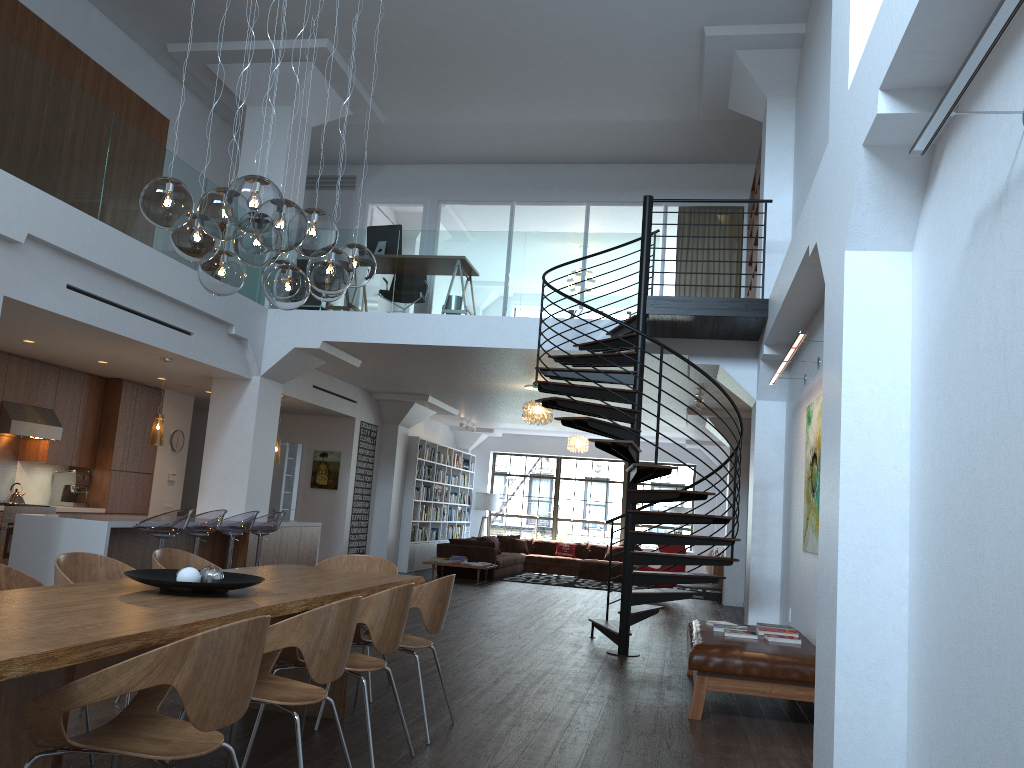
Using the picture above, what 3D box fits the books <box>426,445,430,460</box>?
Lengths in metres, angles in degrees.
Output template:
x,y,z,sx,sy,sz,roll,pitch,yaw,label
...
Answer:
x,y,z,sx,sy,sz,roll,pitch,yaw,label
-1.655,1.291,16.700,0.176,0.293,0.125,3,-8,11,books

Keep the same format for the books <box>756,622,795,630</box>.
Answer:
x,y,z,sx,sy,sz,roll,pitch,yaw,label
2.023,1.875,6.811,0.254,0.044,0.183,3,-8,6,books

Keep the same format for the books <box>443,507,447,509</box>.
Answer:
x,y,z,sx,sy,sz,roll,pitch,yaw,label
-1.440,2.522,18.084,0.208,0.024,0.144,2,-9,16,books

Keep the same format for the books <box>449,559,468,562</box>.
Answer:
x,y,z,sx,sy,sz,roll,pitch,yaw,label
-0.924,3.069,15.371,0.312,0.037,0.216,4,-8,1,books

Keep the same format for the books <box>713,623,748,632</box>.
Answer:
x,y,z,sx,sy,sz,roll,pitch,yaw,label
1.607,1.803,6.532,0.247,0.040,0.185,2,-8,14,books

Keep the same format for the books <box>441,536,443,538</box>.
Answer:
x,y,z,sx,sy,sz,roll,pitch,yaw,label
-1.549,3.088,17.979,0.284,0.033,0.197,5,-8,-4,books

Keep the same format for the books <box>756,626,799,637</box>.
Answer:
x,y,z,sx,sy,sz,roll,pitch,yaw,label
1.945,1.823,6.505,0.283,0.043,0.197,3,-8,11,books

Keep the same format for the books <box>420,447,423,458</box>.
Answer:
x,y,z,sx,sy,sz,roll,pitch,yaw,label
-1.734,1.253,16.249,0.161,0.222,0.084,3,-8,11,books

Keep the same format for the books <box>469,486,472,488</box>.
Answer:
x,y,z,sx,sy,sz,roll,pitch,yaw,label
-1.066,2.321,20.033,0.284,0.035,0.197,-3,-11,41,books

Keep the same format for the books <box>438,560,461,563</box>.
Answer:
x,y,z,sx,sy,sz,roll,pitch,yaw,label
-1.068,3.004,14.994,0.236,0.035,0.340,-2,-10,36,books

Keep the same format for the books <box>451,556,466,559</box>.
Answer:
x,y,z,sx,sy,sz,roll,pitch,yaw,label
-0.919,3.003,15.382,0.224,0.027,0.157,2,-9,16,books

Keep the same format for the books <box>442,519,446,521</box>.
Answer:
x,y,z,sx,sy,sz,roll,pitch,yaw,label
-1.484,2.764,18.049,0.246,0.038,0.171,3,-8,11,books

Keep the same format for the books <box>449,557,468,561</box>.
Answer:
x,y,z,sx,sy,sz,roll,pitch,yaw,label
-0.925,3.033,15.380,0.279,0.035,0.191,1,-9,21,books

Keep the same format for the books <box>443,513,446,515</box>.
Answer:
x,y,z,sx,sy,sz,roll,pitch,yaw,label
-1.465,2.649,18.077,0.231,0.044,0.168,3,-8,6,books

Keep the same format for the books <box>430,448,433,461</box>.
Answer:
x,y,z,sx,sy,sz,roll,pitch,yaw,label
-1.613,1.337,16.856,0.182,0.253,0.098,3,-8,11,books

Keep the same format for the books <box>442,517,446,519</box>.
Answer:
x,y,z,sx,sy,sz,roll,pitch,yaw,label
-1.482,2.727,18.057,0.251,0.037,0.160,2,-9,16,books

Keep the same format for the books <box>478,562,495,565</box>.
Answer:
x,y,z,sx,sy,sz,roll,pitch,yaw,label
-0.460,3.081,15.210,0.256,0.035,0.350,-2,-10,36,books

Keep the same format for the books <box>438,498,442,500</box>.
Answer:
x,y,z,sx,sy,sz,roll,pitch,yaw,label
-1.520,2.287,17.667,0.160,0.039,0.251,2,-9,16,books

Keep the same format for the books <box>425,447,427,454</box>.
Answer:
x,y,z,sx,sy,sz,roll,pitch,yaw,label
-1.691,1.285,16.518,0.159,0.248,0.089,3,-8,11,books

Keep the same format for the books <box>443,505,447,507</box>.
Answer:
x,y,z,sx,sy,sz,roll,pitch,yaw,label
-1.442,2.489,18.083,0.185,0.041,0.129,0,-9,26,books

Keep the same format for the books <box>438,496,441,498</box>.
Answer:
x,y,z,sx,sy,sz,roll,pitch,yaw,label
-1.542,2.246,17.673,0.180,0.042,0.259,3,-8,11,books

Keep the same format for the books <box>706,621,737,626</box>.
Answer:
x,y,z,sx,sy,sz,roll,pitch,yaw,label
1.618,1.856,6.851,0.161,0.031,0.223,6,-8,-11,books

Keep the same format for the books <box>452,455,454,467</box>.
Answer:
x,y,z,sx,sy,sz,roll,pitch,yaw,label
-1.319,1.592,18.460,0.189,0.247,0.057,3,-8,11,books

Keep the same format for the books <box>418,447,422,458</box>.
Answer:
x,y,z,sx,sy,sz,roll,pitch,yaw,label
-1.743,1.250,16.216,0.161,0.218,0.101,3,-8,11,books

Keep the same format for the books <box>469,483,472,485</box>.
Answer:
x,y,z,sx,sy,sz,roll,pitch,yaw,label
-1.059,2.254,20.037,0.174,0.032,0.254,12,-11,-43,books

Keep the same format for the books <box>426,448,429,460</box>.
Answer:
x,y,z,sx,sy,sz,roll,pitch,yaw,label
-1.668,1.302,16.610,0.174,0.242,0.105,3,-8,11,books

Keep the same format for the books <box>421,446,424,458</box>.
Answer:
x,y,z,sx,sy,sz,roll,pitch,yaw,label
-1.726,1.250,16.324,0.170,0.251,0.118,3,-8,11,books

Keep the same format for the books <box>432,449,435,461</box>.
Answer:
x,y,z,sx,sy,sz,roll,pitch,yaw,label
-1.583,1.364,17.041,0.182,0.255,0.077,3,-8,11,books

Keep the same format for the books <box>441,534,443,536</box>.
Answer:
x,y,z,sx,sy,sz,roll,pitch,yaw,label
-1.550,3.056,17.988,0.254,0.032,0.174,2,-9,16,books

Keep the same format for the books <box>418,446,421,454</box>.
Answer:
x,y,z,sx,sy,sz,roll,pitch,yaw,label
-1.772,1.228,16.065,0.182,0.215,0.188,3,-8,11,books

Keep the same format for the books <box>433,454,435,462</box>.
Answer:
x,y,z,sx,sy,sz,roll,pitch,yaw,label
-1.580,1.385,17.109,0.167,0.233,0.077,3,-8,11,books

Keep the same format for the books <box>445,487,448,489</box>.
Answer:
x,y,z,sx,sy,sz,roll,pitch,yaw,label
-1.432,2.110,18.050,0.224,0.030,0.161,1,-9,21,books

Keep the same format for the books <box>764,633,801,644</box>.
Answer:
x,y,z,sx,sy,sz,roll,pitch,yaw,label
1.886,1.777,6.183,0.224,0.036,0.161,4,-8,6,books

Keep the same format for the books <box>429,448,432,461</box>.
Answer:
x,y,z,sx,sy,sz,roll,pitch,yaw,label
-1.622,1.334,16.824,0.159,0.248,0.089,3,-8,11,books

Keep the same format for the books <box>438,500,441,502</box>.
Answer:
x,y,z,sx,sy,sz,roll,pitch,yaw,label
-1.520,2.326,17.663,0.171,0.039,0.246,3,-8,11,books

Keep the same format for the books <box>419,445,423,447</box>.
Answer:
x,y,z,sx,sy,sz,roll,pitch,yaw,label
-1.736,1.245,16.282,0.159,0.248,0.089,3,-8,11,books

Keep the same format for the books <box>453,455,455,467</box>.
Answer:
x,y,z,sx,sy,sz,roll,pitch,yaw,label
-1.285,1.621,18.642,0.171,0.246,0.057,3,-8,11,books

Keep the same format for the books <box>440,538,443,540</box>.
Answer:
x,y,z,sx,sy,sz,roll,pitch,yaw,label
-1.551,3.122,17.974,0.284,0.035,0.197,3,-8,11,books

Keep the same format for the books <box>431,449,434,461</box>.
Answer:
x,y,z,sx,sy,sz,roll,pitch,yaw,label
-1.601,1.354,16.941,0.174,0.243,0.085,3,-8,11,books

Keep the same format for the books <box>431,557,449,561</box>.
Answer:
x,y,z,sx,sy,sz,roll,pitch,yaw,label
-1.246,3.041,15.375,0.241,0.045,0.334,2,-8,13,books

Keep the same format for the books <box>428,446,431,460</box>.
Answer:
x,y,z,sx,sy,sz,roll,pitch,yaw,label
-1.648,1.302,16.761,0.197,0.290,0.136,3,-8,11,books

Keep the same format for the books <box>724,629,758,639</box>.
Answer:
x,y,z,sx,sy,sz,roll,pitch,yaw,label
1.614,1.767,6.263,0.224,0.032,0.161,3,-8,11,books

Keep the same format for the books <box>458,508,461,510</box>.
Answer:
x,y,z,sx,sy,sz,roll,pitch,yaw,label
-1.236,2.693,19.169,0.223,0.031,0.161,3,-8,11,books

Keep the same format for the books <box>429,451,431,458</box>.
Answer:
x,y,z,sx,sy,sz,roll,pitch,yaw,label
-1.633,1.342,16.792,0.161,0.222,0.083,3,-8,11,books

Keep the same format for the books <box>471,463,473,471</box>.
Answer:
x,y,z,sx,sy,sz,roll,pitch,yaw,label
-0.972,1.894,20.190,0.136,0.196,0.045,3,-8,11,books

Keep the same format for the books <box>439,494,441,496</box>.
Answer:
x,y,z,sx,sy,sz,roll,pitch,yaw,label
-1.522,2.205,17.690,0.168,0.045,0.231,3,-8,6,books

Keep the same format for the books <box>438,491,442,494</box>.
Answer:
x,y,z,sx,sy,sz,roll,pitch,yaw,label
-1.512,2.163,17.691,0.183,0.042,0.253,3,-8,11,books

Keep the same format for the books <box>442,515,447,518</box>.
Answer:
x,y,z,sx,sy,sz,roll,pitch,yaw,label
-1.479,2.693,18.087,0.259,0.040,0.180,3,-8,11,books

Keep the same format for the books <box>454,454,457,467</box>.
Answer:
x,y,z,sx,sy,sz,roll,pitch,yaw,label
-1.270,1.612,18.726,0.176,0.290,0.053,3,-8,11,books

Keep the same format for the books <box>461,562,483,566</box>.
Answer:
x,y,z,sx,sy,sz,roll,pitch,yaw,label
-0.676,3.020,14.906,0.231,0.040,0.342,11,-10,-38,books

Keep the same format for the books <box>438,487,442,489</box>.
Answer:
x,y,z,sx,sy,sz,roll,pitch,yaw,label
-1.501,2.077,17.725,0.144,0.024,0.208,2,-9,16,books

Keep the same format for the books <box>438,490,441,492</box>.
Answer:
x,y,z,sx,sy,sz,roll,pitch,yaw,label
-1.514,2.128,17.703,0.161,0.033,0.223,3,-8,11,books

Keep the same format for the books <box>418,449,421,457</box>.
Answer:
x,y,z,sx,sy,sz,roll,pitch,yaw,label
-1.764,1.245,16.154,0.167,0.210,0.162,3,-8,11,books

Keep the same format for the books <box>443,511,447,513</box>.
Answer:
x,y,z,sx,sy,sz,roll,pitch,yaw,label
-1.467,2.608,18.076,0.253,0.040,0.183,3,-8,11,books

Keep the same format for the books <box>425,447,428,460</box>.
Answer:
x,y,z,sx,sy,sz,roll,pitch,yaw,label
-1.681,1.290,16.560,0.170,0.251,0.118,3,-8,11,books

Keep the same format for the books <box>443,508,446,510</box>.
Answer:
x,y,z,sx,sy,sz,roll,pitch,yaw,label
-1.435,2.546,18.072,0.161,0.026,0.223,4,-8,1,books
